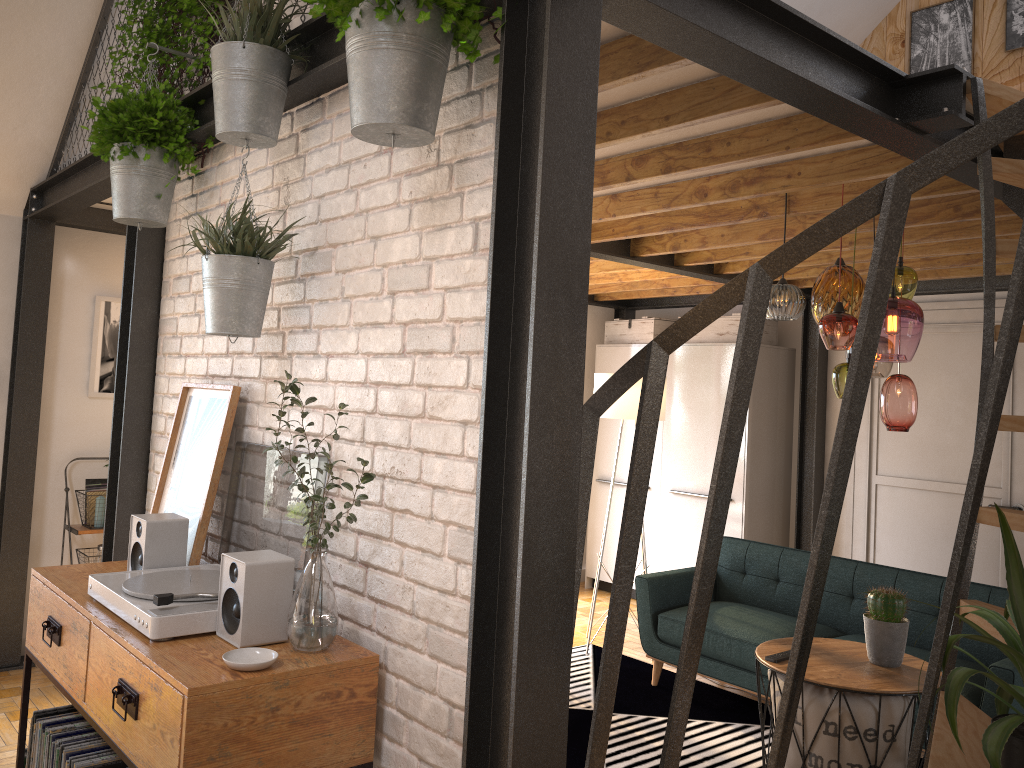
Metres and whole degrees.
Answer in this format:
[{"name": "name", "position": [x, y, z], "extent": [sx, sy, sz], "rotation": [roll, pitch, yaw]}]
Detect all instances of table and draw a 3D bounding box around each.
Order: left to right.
[{"name": "table", "position": [1.261, 1.321, 3.355], "extent": [0.681, 0.687, 0.680], "rotation": [3, -2, -1]}]

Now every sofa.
[{"name": "sofa", "position": [1.607, 1.302, 4.444], "extent": [0.823, 0.784, 1.974], "rotation": [5, -2, -40]}]

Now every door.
[{"name": "door", "position": [2.719, 0.613, 5.709], "extent": [0.088, 2.305, 1.200], "rotation": [6, -4, -40]}]

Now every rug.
[{"name": "rug", "position": [0.992, 1.657, 3.752], "extent": [1.697, 0.010, 3.501], "rotation": [4, -1, -40]}]

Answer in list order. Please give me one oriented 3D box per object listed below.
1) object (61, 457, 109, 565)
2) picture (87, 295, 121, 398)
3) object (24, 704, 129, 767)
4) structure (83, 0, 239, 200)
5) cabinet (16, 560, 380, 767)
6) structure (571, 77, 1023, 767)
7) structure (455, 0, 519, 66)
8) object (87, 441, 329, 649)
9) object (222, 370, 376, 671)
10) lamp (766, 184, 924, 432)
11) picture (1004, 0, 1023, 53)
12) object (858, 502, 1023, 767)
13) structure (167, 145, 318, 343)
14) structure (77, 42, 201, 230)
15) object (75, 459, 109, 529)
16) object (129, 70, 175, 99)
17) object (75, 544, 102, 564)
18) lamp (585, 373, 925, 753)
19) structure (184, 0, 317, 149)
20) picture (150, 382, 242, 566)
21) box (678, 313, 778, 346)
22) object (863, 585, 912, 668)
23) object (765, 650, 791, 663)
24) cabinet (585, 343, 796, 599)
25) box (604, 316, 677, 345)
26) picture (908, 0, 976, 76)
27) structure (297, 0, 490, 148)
[{"name": "object", "position": [-2.109, 0.964, 4.801], "extent": [0.577, 1.081, 0.631], "rotation": [5, -3, -40]}, {"name": "picture", "position": [-2.217, -0.205, 5.138], "extent": [0.414, 0.576, 0.023], "rotation": [5, -4, -40]}, {"name": "object", "position": [-0.929, 1.250, 2.304], "extent": [0.404, 0.575, 1.313], "rotation": [5, -2, -40]}, {"name": "structure", "position": [-1.110, -1.446, 3.157], "extent": [0.430, 1.683, 2.127], "rotation": [5, -3, -40]}, {"name": "cabinet", "position": [-0.901, 1.056, 2.274], "extent": [0.455, 0.965, 1.265], "rotation": [5, -3, -40]}, {"name": "structure", "position": [1.285, -0.238, 2.038], "extent": [2.246, 3.826, 1.626], "rotation": [4, -3, -25]}, {"name": "structure", "position": [0.004, -1.564, 1.893], "extent": [0.457, 1.874, 1.305], "rotation": [6, -4, -44]}, {"name": "object", "position": [-0.795, 0.371, 2.294], "extent": [0.414, 0.415, 0.787], "rotation": [5, -2, -40]}, {"name": "object", "position": [-0.488, 0.280, 1.979], "extent": [0.290, 0.622, 0.295], "rotation": [4, -3, -25]}, {"name": "lamp", "position": [1.357, -0.326, 3.611], "extent": [0.618, 1.016, 0.490], "rotation": [3, -3, 0]}, {"name": "picture", "position": [3.227, -2.328, 5.426], "extent": [0.011, 0.507, 0.381], "rotation": [6, -3, -40]}, {"name": "object", "position": [0.873, 0.438, 1.471], "extent": [0.528, 0.593, 0.456], "rotation": [1, -3, 37]}, {"name": "structure", "position": [-0.724, -0.374, 2.385], "extent": [0.384, 0.536, 0.359], "rotation": [4, -3, -31]}, {"name": "structure", "position": [-1.254, -0.847, 3.018], "extent": [0.423, 0.654, 0.437], "rotation": [3, -2, -10]}, {"name": "object", "position": [-2.129, 0.539, 4.881], "extent": [0.491, 0.476, 0.396], "rotation": [4, -2, -28]}, {"name": "object", "position": [-1.746, -1.285, 4.452], "extent": [0.528, 0.593, 0.456], "rotation": [2, -3, 32]}, {"name": "object", "position": [-2.091, 0.970, 4.775], "extent": [0.438, 0.216, 0.238], "rotation": [4, -2, -40]}, {"name": "lamp", "position": [1.186, 0.817, 4.837], "extent": [0.570, 1.722, 2.358], "rotation": [5, -2, -32]}, {"name": "structure", "position": [-0.711, -0.933, 2.416], "extent": [0.384, 0.608, 0.348], "rotation": [2, -3, 13]}, {"name": "picture", "position": [-0.997, 0.285, 2.727], "extent": [0.126, 0.577, 0.411], "rotation": [6, -3, -40]}, {"name": "box", "position": [1.623, -0.400, 6.666], "extent": [0.642, 0.219, 0.375], "rotation": [2, -2, 45]}, {"name": "object", "position": [1.426, 0.917, 3.378], "extent": [0.190, 0.296, 0.172], "rotation": [2, -3, 24]}, {"name": "object", "position": [1.044, 1.037, 3.384], "extent": [0.207, 0.013, 0.051], "rotation": [4, -1, -40]}, {"name": "cabinet", "position": [1.415, 0.710, 6.972], "extent": [0.807, 2.007, 1.506], "rotation": [5, -3, -40]}, {"name": "box", "position": [1.089, -0.420, 7.267], "extent": [0.375, 0.219, 0.641], "rotation": [4, -1, -30]}, {"name": "picture", "position": [2.841, -2.255, 5.868], "extent": [0.017, 0.555, 0.421], "rotation": [6, -3, -40]}, {"name": "structure", "position": [-0.235, -0.808, 1.824], "extent": [0.423, 0.654, 0.437], "rotation": [3, -2, -10]}]
